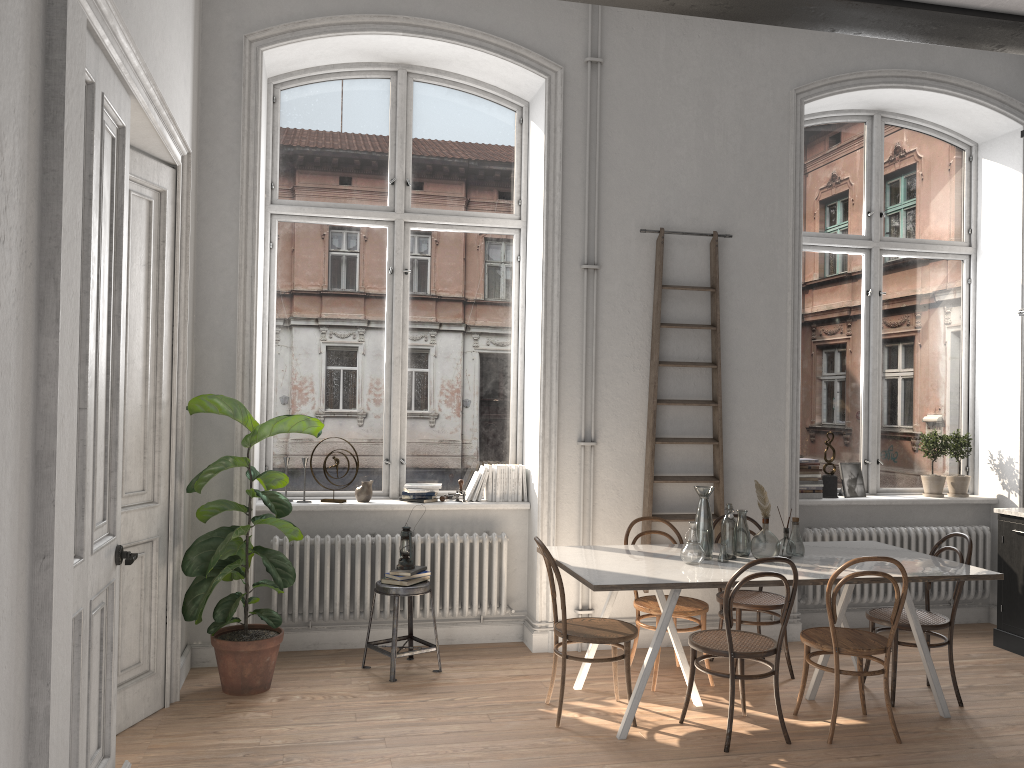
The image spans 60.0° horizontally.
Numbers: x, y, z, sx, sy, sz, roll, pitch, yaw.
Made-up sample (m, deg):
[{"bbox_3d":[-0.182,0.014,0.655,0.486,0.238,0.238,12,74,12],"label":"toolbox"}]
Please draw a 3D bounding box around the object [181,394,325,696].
[{"bbox_3d":[1.067,0.822,5.239,5.827,1.842,0.792,1,-1,-7],"label":"object"}]

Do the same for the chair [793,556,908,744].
[{"bbox_3d":[1.696,1.279,4.454,0.438,0.920,0.549,1,-1,-1],"label":"chair"}]

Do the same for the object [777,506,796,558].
[{"bbox_3d":[1.527,0.824,4.936,0.107,0.283,0.107,1,-1,-17],"label":"object"}]

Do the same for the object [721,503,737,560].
[{"bbox_3d":[1.192,0.807,4.873,0.086,0.301,0.086,1,-1,-27],"label":"object"}]

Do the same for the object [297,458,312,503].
[{"bbox_3d":[-1.345,0.624,5.750,0.095,0.289,0.095,1,-1,10],"label":"object"}]

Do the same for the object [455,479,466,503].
[{"bbox_3d":[-0.343,0.714,5.948,0.048,0.153,0.088,2,-1,-42],"label":"object"}]

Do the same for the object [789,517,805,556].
[{"bbox_3d":[1.608,0.863,5.030,0.101,0.211,0.101,1,-1,27],"label":"object"}]

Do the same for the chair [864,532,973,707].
[{"bbox_3d":[2.290,1.302,5.016,0.549,0.920,0.438,1,-1,0],"label":"chair"}]

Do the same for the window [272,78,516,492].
[{"bbox_3d":[-0.785,-0.683,6.099,1.622,2.842,0.013,1,-1,-12],"label":"window"}]

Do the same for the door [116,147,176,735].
[{"bbox_3d":[-1.886,0.258,4.119,0.216,2.814,1.097,1,-1,13],"label":"door"}]

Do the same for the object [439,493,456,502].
[{"bbox_3d":[-0.439,0.765,5.984,0.088,0.048,0.153,0,-1,28],"label":"object"}]

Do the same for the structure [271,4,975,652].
[{"bbox_3d":[1.044,-0.475,6.077,5.182,4.473,0.340,1,-1,-12],"label":"structure"}]

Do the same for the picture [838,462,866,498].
[{"bbox_3d":[2.533,0.722,6.675,0.221,0.264,0.149,2,-1,-29],"label":"picture"}]

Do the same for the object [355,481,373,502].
[{"bbox_3d":[-0.976,0.705,5.847,0.100,0.142,0.102,2,-1,-38],"label":"object"}]

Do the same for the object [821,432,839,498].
[{"bbox_3d":[2.361,0.599,6.596,0.122,0.488,0.102,1,-1,12],"label":"object"}]

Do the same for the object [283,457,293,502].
[{"bbox_3d":[-1.471,0.622,5.782,0.095,0.289,0.095,1,-1,19],"label":"object"}]

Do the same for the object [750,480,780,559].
[{"bbox_3d":[1.380,0.738,4.824,0.157,0.446,0.157,1,-1,6],"label":"object"}]

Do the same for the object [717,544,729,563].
[{"bbox_3d":[1.134,0.908,4.762,0.058,0.094,0.058,1,-1,16],"label":"object"}]

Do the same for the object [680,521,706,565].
[{"bbox_3d":[0.957,0.841,4.691,0.132,0.219,0.132,1,-1,-23],"label":"object"}]

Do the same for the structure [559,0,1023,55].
[{"bbox_3d":[2.264,-1.396,0.182,5.927,1.213,4.158,1,-1,-12],"label":"structure"}]

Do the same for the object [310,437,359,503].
[{"bbox_3d":[-1.162,0.560,5.811,0.347,0.425,0.087,1,-1,20],"label":"object"}]

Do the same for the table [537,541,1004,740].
[{"bbox_3d":[1.329,1.350,4.854,2.200,0.779,1.100,1,-1,-12],"label":"table"}]

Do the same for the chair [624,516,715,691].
[{"bbox_3d":[0.924,1.283,5.285,0.438,0.920,0.549,1,-1,-14],"label":"chair"}]

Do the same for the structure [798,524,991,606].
[{"bbox_3d":[2.798,1.321,6.519,1.577,0.552,0.194,1,-1,-12],"label":"structure"}]

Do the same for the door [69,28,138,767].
[{"bbox_3d":[-1.476,0.242,3.018,0.216,2.814,1.097,1,-1,-11],"label":"door"}]

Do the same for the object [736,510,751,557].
[{"bbox_3d":[1.287,0.835,4.968,0.098,0.255,0.100,2,-1,-35],"label":"object"}]

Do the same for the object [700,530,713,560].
[{"bbox_3d":[1.055,0.877,4.842,0.083,0.158,0.083,1,-1,-17],"label":"object"}]

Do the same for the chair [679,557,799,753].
[{"bbox_3d":[1.117,1.267,4.365,0.438,0.920,0.549,1,-1,-17],"label":"chair"}]

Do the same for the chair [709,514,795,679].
[{"bbox_3d":[1.467,1.297,5.484,0.438,0.920,0.549,1,-1,-5],"label":"chair"}]

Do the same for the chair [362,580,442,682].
[{"bbox_3d":[-0.656,1.453,5.328,0.364,0.522,0.360,2,-1,-39],"label":"chair"}]

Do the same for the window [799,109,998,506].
[{"bbox_3d":[8.380,-4.761,11.189,14.385,15.933,26.400,1,-1,-12],"label":"window"}]

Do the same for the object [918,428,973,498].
[{"bbox_3d":[3.322,0.602,6.808,0.500,0.524,0.234,1,-1,-23],"label":"object"}]

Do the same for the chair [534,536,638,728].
[{"bbox_3d":[0.382,1.259,4.625,0.549,0.920,0.438,1,-1,-4],"label":"chair"}]

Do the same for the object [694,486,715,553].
[{"bbox_3d":[1.073,0.767,4.962,0.116,0.383,0.116,1,-1,-1],"label":"object"}]

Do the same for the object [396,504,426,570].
[{"bbox_3d":[-0.621,0.928,5.408,0.163,0.383,0.154,2,-1,-39],"label":"object"}]
